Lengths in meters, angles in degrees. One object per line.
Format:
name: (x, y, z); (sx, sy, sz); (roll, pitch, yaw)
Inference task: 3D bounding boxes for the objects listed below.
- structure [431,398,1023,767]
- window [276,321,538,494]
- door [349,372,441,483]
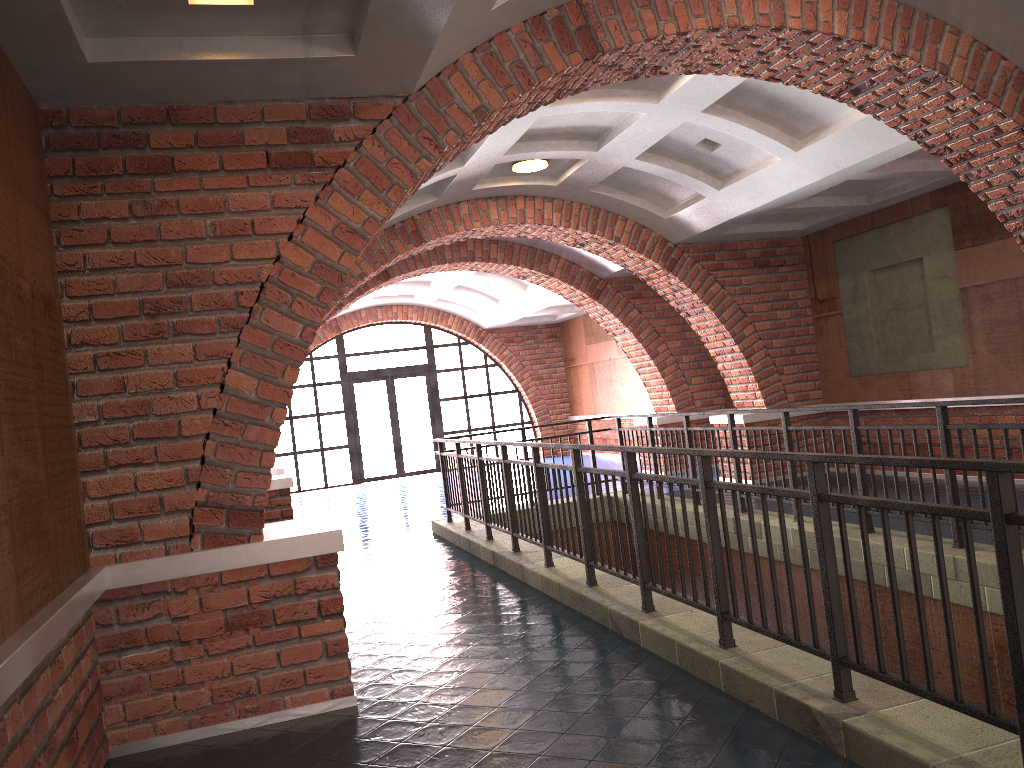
structure: (1.998, 3.046, 5.339); (2.464, 5.665, 11.176); (-7, -1, -17)
window: (-2.557, 0.354, 19.316); (6.353, 3.471, 0.100); (-7, -1, -17)
door: (-2.540, 0.924, 19.296); (1.754, 2.236, 0.040); (-7, -1, -17)
